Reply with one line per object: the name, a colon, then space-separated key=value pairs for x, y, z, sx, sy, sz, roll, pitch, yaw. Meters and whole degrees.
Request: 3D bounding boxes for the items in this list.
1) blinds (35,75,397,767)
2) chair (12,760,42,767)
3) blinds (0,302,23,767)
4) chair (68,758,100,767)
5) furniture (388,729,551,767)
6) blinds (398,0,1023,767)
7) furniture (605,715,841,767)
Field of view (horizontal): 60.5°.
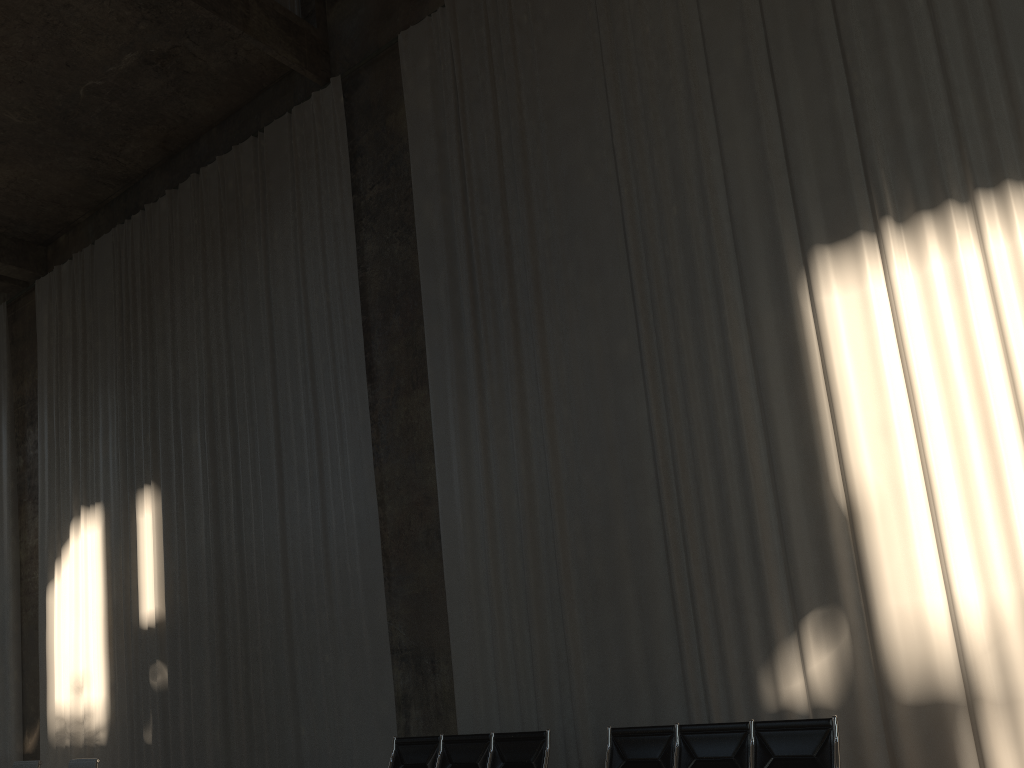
blinds: x=-4.740 y=1.334 z=12.266 sx=7.956 sy=8.427 sz=0.277 roll=-16 pitch=-14 yaw=36
chair: x=-4.302 y=3.706 z=7.316 sx=0.677 sy=0.999 sz=0.706 roll=-16 pitch=-16 yaw=38
blinds: x=-11.660 y=3.620 z=17.244 sx=7.947 sy=8.428 sz=0.277 roll=-15 pitch=-14 yaw=34
chair: x=-5.281 y=2.953 z=4.530 sx=31.980 sy=1.005 sz=13.126 roll=-18 pitch=-21 yaw=34
furniture: x=-0.566 y=3.479 z=7.576 sx=1.900 sy=0.821 sz=0.717 roll=-17 pitch=-17 yaw=34
blinds: x=2.158 y=-0.945 z=7.304 sx=7.956 sy=8.427 sz=0.277 roll=-16 pitch=-14 yaw=36
furniture: x=1.340 y=2.850 z=6.205 sx=1.900 sy=0.821 sz=0.717 roll=-17 pitch=-17 yaw=34
